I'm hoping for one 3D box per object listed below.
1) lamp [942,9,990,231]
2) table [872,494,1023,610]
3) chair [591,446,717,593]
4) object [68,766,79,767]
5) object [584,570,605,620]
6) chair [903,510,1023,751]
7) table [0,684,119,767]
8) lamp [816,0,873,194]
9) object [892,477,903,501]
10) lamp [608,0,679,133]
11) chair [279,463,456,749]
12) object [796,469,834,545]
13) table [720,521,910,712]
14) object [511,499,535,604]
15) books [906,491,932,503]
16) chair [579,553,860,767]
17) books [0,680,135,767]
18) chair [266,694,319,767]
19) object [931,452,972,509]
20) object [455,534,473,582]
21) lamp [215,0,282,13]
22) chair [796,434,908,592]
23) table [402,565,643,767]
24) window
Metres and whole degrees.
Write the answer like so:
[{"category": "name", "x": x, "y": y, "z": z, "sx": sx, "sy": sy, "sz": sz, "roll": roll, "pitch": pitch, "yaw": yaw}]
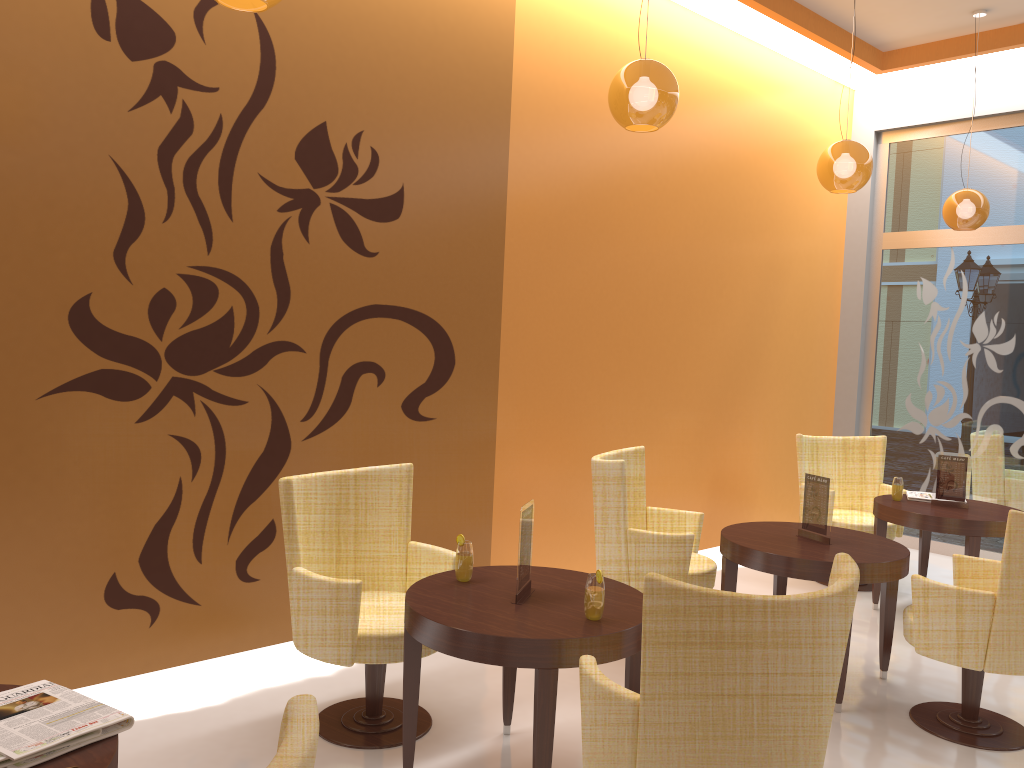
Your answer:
[{"category": "lamp", "x": 3.204, "y": -1.829, "z": 6.174, "sx": 0.299, "sy": 1.500, "sz": 0.299, "roll": 0, "pitch": 4, "yaw": -43}, {"category": "table", "x": 2.697, "y": 1.098, "z": 5.514, "sx": 0.874, "sy": 0.679, "sz": 0.872, "roll": 3, "pitch": 3, "yaw": 3}, {"category": "chair", "x": 0.744, "y": 0.879, "z": 4.718, "sx": 0.685, "sy": 1.017, "sz": 0.729, "roll": 3, "pitch": 3, "yaw": 15}, {"category": "object", "x": -1.013, "y": 0.774, "z": 1.566, "sx": 0.464, "sy": 0.021, "sz": 0.239, "roll": 1, "pitch": 3, "yaw": -30}, {"category": "object", "x": 0.275, "y": 0.691, "z": 2.922, "sx": 0.072, "sy": 0.171, "sz": 0.067, "roll": 4, "pitch": 3, "yaw": 29}, {"category": "chair", "x": 2.055, "y": 0.985, "z": 3.808, "sx": 0.685, "sy": 1.017, "sz": 0.729, "roll": 5, "pitch": 4, "yaw": 44}, {"category": "table", "x": -1.276, "y": 1.103, "z": 1.776, "sx": 0.874, "sy": 0.679, "sz": 0.872, "roll": 2, "pitch": 3, "yaw": -7}, {"category": "lamp", "x": 1.893, "y": -1.827, "z": 4.940, "sx": 0.299, "sy": 1.500, "sz": 0.299, "roll": 0, "pitch": 4, "yaw": -43}, {"category": "object", "x": 2.450, "y": 0.667, "z": 5.634, "sx": 0.067, "sy": 0.148, "sz": 0.067, "roll": 2, "pitch": 3, "yaw": -19}, {"category": "lamp", "x": 0.582, "y": -1.826, "z": 3.707, "sx": 0.299, "sy": 1.500, "sz": 0.299, "roll": 2, "pitch": 3, "yaw": -18}, {"category": "chair", "x": -0.580, "y": 0.872, "z": 3.634, "sx": 0.685, "sy": 1.017, "sz": 0.729, "roll": 5, "pitch": 3, "yaw": 35}, {"category": "object", "x": 1.480, "y": 0.594, "z": 4.322, "sx": 0.042, "sy": 0.335, "sz": 0.209, "roll": 1, "pitch": 3, "yaw": -25}, {"category": "table", "x": 1.450, "y": 1.100, "z": 4.341, "sx": 0.874, "sy": 0.679, "sz": 0.872, "roll": 2, "pitch": 3, "yaw": -7}, {"category": "object", "x": -0.621, "y": 0.590, "z": 2.475, "sx": 0.187, "sy": 0.335, "sz": 2.090, "roll": 5, "pitch": 4, "yaw": 43}, {"category": "books", "x": 2.735, "y": 0.736, "z": 5.725, "sx": 0.339, "sy": 0.028, "sz": 0.273, "roll": 4, "pitch": 3, "yaw": 22}, {"category": "chair", "x": 0.573, "y": 0.980, "z": 2.531, "sx": 0.729, "sy": 1.017, "sz": 0.685, "roll": 1, "pitch": 3, "yaw": -26}, {"category": "books", "x": -1.077, "y": 0.746, "z": 1.945, "sx": 0.367, "sy": 0.035, "sz": 0.345, "roll": 5, "pitch": 4, "yaw": 37}, {"category": "chair", "x": -0.670, "y": 0.988, "z": 1.244, "sx": 0.685, "sy": 1.017, "sz": 0.729, "roll": 5, "pitch": 4, "yaw": 44}, {"category": "object", "x": 2.720, "y": 0.593, "z": 5.489, "sx": 0.209, "sy": 0.335, "sz": 0.042, "roll": 4, "pitch": 3, "yaw": 30}, {"category": "object", "x": -0.180, "y": 0.651, "z": 3.311, "sx": 0.072, "sy": 0.171, "sz": 0.067, "roll": 3, "pitch": 3, "yaw": 4}, {"category": "lamp", "x": -0.729, "y": -1.824, "z": 2.473, "sx": 0.299, "sy": 1.500, "sz": 0.299, "roll": 3, "pitch": 3, "yaw": -1}, {"category": "chair", "x": 2.363, "y": 0.877, "z": 6.242, "sx": 0.729, "sy": 1.017, "sz": 0.685, "roll": 2, "pitch": 3, "yaw": -11}, {"category": "table", "x": 0.045, "y": 1.094, "z": 3.162, "sx": 0.874, "sy": 0.679, "sz": 0.872, "roll": 2, "pitch": 3, "yaw": -12}, {"category": "window", "x": 5.877, "y": -0.130, "z": 4.719, "sx": 0.040, "sy": 3.380, "sz": 8.200, "roll": 0, "pitch": 4, "yaw": -43}]
